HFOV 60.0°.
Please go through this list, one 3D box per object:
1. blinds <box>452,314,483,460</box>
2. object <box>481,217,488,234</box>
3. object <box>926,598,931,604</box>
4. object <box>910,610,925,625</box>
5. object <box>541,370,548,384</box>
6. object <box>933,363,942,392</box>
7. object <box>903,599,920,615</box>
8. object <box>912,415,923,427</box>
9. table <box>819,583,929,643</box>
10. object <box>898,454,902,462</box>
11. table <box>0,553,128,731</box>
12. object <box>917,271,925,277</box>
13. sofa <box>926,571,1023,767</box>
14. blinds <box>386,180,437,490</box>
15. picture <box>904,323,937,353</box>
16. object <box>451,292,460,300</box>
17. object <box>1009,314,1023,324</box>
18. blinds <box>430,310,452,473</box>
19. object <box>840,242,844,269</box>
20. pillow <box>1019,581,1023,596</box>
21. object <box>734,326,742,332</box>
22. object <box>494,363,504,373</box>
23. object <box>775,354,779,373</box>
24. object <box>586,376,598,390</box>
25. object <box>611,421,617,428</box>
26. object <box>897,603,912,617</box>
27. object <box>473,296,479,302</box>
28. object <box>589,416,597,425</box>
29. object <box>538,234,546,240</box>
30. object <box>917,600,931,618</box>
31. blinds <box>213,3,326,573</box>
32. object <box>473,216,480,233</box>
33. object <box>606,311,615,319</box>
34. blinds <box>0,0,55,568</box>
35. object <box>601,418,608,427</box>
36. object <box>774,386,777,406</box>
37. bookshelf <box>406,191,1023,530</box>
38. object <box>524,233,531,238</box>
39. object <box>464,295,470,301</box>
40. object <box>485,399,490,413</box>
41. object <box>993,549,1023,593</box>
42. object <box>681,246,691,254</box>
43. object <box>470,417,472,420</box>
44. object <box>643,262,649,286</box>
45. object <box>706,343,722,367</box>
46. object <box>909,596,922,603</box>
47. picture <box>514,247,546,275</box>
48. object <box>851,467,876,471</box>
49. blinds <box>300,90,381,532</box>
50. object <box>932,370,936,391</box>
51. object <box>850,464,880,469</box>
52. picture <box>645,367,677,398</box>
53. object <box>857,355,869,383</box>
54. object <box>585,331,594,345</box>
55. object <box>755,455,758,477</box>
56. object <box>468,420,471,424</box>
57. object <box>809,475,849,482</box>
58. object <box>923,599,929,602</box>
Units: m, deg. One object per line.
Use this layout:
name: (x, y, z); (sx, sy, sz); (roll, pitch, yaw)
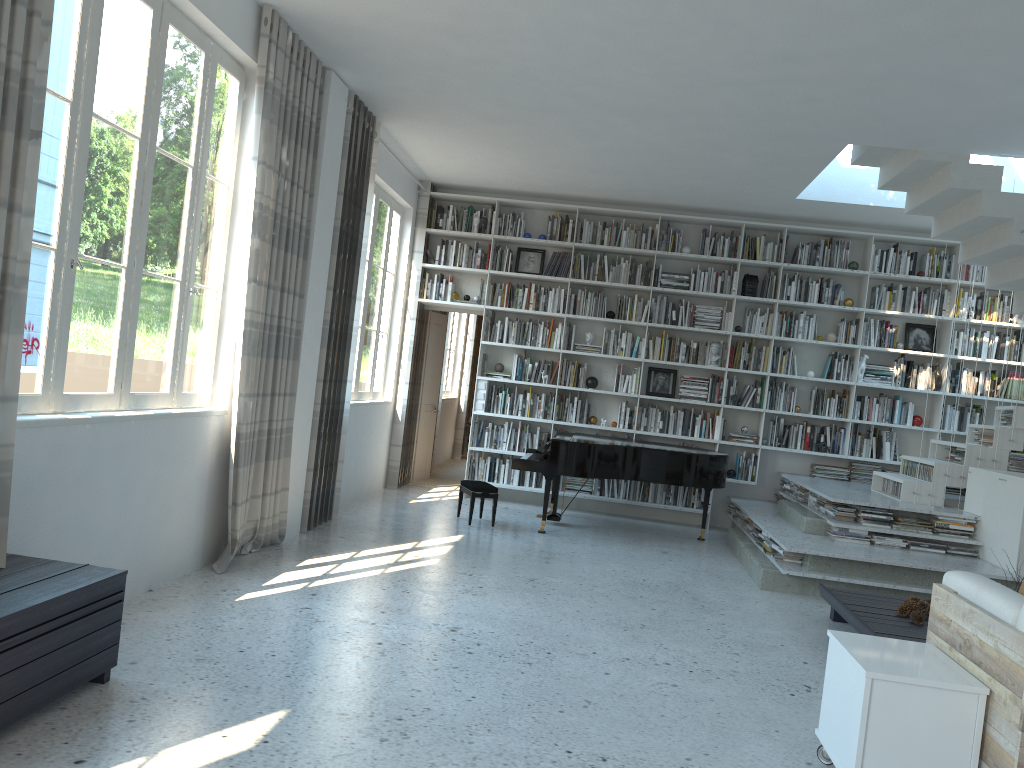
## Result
blinds: (-0.608, -0.481, 13.549); (0.140, 3.232, 0.776); (7, 1, 6)
object: (-0.294, -1.640, 9.239); (0.067, 0.198, 0.067); (6, 1, -41)
object: (2.471, 1.306, 5.167); (0.097, 0.102, 0.099); (6, 1, -23)
object: (2.248, 1.294, 4.910); (0.081, 0.083, 0.098); (7, 1, 11)
object: (0.335, -0.071, 9.164); (0.082, 0.140, 0.044); (6, 1, -10)
object: (4.202, -0.066, 8.750); (0.087, 0.288, 0.075); (7, 1, 41)
object: (2.299, 1.293, 5.119); (0.110, 0.101, 0.114); (6, 1, -11)
object: (4.054, 0.371, 8.886); (0.115, 0.116, 0.115); (6, 1, -16)
table: (2.512, 1.450, 4.993); (1.269, 0.218, 1.257); (7, 0, 6)
object: (3.909, 0.744, 8.927); (0.071, 0.072, 0.071); (6, 1, -35)
table: (-1.777, 0.871, 2.914); (0.523, 0.415, 0.926); (7, 0, 6)
object: (4.063, -1.086, 8.811); (0.071, 0.072, 0.071); (6, 1, -35)
sofa: (2.618, 1.148, 2.903); (2.194, 0.854, 0.871); (7, 1, 6)
blinds: (-1.041, -0.507, 9.601); (0.140, 3.232, 0.776); (7, 1, 6)
picture: (4.126, -0.456, 8.957); (0.300, 0.300, 0.077); (7, 1, 6)
object: (-0.595, -0.931, 9.357); (0.087, 0.088, 0.086); (6, 1, -35)
object: (4.975, -0.644, 8.675); (0.203, 0.137, 0.095); (7, 1, 22)
blinds: (-0.913, -0.499, 10.773); (0.140, 3.232, 0.776); (7, 1, 6)
object: (3.327, -1.286, 8.990); (0.006, 0.298, 0.129); (7, 1, 6)
pillow: (1.825, 0.860, 2.998); (0.200, 0.339, 0.462); (7, 1, 0)
object: (2.295, -0.557, 9.002); (0.071, 0.072, 0.071); (6, 1, -35)
object: (-0.133, -0.169, 9.355); (0.105, 0.106, 0.105); (6, 1, -16)
object: (2.694, -0.204, 9.062); (0.013, 0.208, 0.140); (7, 1, 6)
object: (0.834, -0.012, 9.249); (0.134, 0.135, 0.133); (6, 1, -35)
object: (1.062, 0.419, 9.194); (0.061, 0.062, 0.061); (6, 1, -35)
object: (2.241, 1.295, 5.070); (0.082, 0.085, 0.082); (7, 1, 21)
object: (-0.374, -0.898, 9.361); (0.071, 0.072, 0.071); (6, 1, -16)
object: (0.846, 0.379, 9.260); (0.091, 0.092, 0.091); (6, 1, -16)
object: (0.319, -1.525, 9.284); (0.082, 0.083, 0.082); (6, 1, -16)
object: (2.371, 1.295, 5.105); (0.108, 0.108, 0.094); (6, 1, -26)
blinds: (-1.484, -0.552, 5.501); (0.183, 3.262, 1.026); (7, 1, 6)
object: (-0.374, -1.650, 9.248); (0.067, 0.198, 0.067); (6, 1, -41)
object: (1.023, -0.712, 9.204); (0.097, 0.098, 0.097); (6, 1, -35)
blinds: (-1.765, -0.568, 2.833); (0.132, 3.262, 0.722); (7, 1, 6)
object: (0.958, 0.392, 9.182); (0.060, 0.095, 0.078); (7, 1, 23)
object: (2.684, 0.136, 9.083); (0.007, 0.266, 0.135); (7, 1, 6)
bookshelf: (1.961, -0.092, 9.082); (6.296, 3.143, 0.330); (7, 1, 6)
object: (0.163, -1.543, 9.301); (0.082, 0.083, 0.082); (6, 1, -16)
object: (-0.477, -0.909, 9.393); (0.071, 0.072, 0.071); (6, 1, -16)
object: (-0.254, 0.227, 9.250); (0.045, 0.146, 0.045); (8, 1, 45)
object: (2.720, 1.109, 4.820); (0.308, 0.522, 0.436); (7, 1, 36)
object: (1.788, -1.366, 9.113); (0.105, 0.106, 0.104); (6, 1, -16)
object: (-0.676, 0.556, 13.726); (0.106, 0.103, 0.106); (7, 1, 14)
object: (1.374, -1.119, 9.061); (0.075, 0.255, 0.075); (6, 1, -15)
object: (2.055, -0.294, 8.994); (0.137, 0.244, 0.138); (6, 1, -28)
object: (2.357, 1.285, 5.180); (0.090, 0.106, 0.097); (7, 1, 27)
picture: (0.191, -1.287, 9.383); (0.300, 0.300, 0.077); (7, 1, 6)
object: (3.562, 0.860, 8.980); (0.254, 0.006, 0.161); (7, 0, 6)
blinds: (-1.346, -0.525, 6.825); (0.140, 3.232, 0.776); (7, 1, 6)
object: (4.215, -0.030, 8.888); (0.022, 0.212, 0.179); (7, 1, 6)
object: (3.568, 0.833, 8.979); (0.254, 0.006, 0.161); (7, 0, 6)
picture: (1.558, -0.015, 9.241); (0.300, 0.300, 0.077); (7, 1, 6)
object: (3.478, -0.150, 8.810); (0.087, 0.288, 0.075); (7, 1, 41)
object: (0.808, -0.482, 9.270); (0.095, 0.157, 0.121); (7, 1, 20)
object: (2.474, 0.859, 9.011); (0.011, 0.260, 0.142); (7, 1, 6)
object: (-0.629, 0.584, 13.606); (0.118, 0.061, 0.118); (7, 1, 14)
object: (3.215, 0.957, 9.006); (0.345, 0.007, 0.193); (7, 0, 1)
object: (2.475, 1.321, 5.277); (0.078, 0.084, 0.098); (7, 1, 7)
